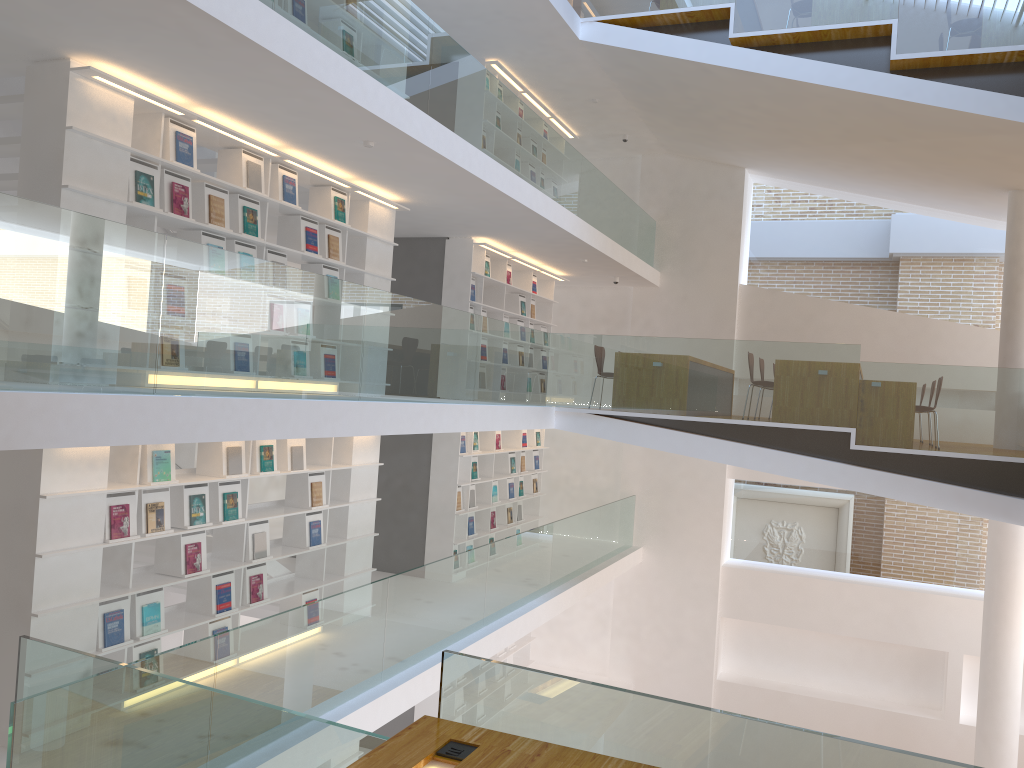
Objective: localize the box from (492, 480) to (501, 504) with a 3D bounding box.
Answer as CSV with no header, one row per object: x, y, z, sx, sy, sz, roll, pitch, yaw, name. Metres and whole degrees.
-0.303,1.338,11.167,0.274,0.296,0.245,4,-1,22,box

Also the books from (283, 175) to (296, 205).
-1.713,-1.490,6.832,0.037,0.210,0.145,4,-1,22,books

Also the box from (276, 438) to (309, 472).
-3.217,2.169,3.968,0.498,3.764,7.125,4,-1,22,box

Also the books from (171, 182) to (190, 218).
-2.162,-1.198,5.784,0.037,0.210,0.145,4,-1,22,books

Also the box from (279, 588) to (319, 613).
-1.772,1.867,7.481,0.274,0.296,0.245,4,-1,22,box

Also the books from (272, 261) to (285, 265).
-1.781,-0.824,6.768,0.037,0.210,0.145,4,-1,22,books

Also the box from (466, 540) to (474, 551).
-0.590,1.973,10.560,0.274,0.296,0.245,4,-1,22,box

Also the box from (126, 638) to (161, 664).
-2.454,1.806,5.800,0.274,0.296,0.245,4,-1,22,box

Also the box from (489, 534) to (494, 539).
-0.352,1.994,11.148,0.274,0.296,0.245,4,-1,22,box

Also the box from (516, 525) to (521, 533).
-0.008,2.024,11.994,0.274,0.296,0.245,4,-1,22,box

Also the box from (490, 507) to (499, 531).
-0.330,1.666,11.151,0.274,0.296,0.245,4,-1,22,box

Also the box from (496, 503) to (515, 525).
-0.118,1.685,11.674,0.274,0.296,0.245,4,-1,22,box

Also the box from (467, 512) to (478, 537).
-0.573,1.644,10.553,0.274,0.296,0.245,4,-1,22,box

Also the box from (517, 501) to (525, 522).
0.017,1.697,12.006,0.274,0.296,0.245,4,-1,22,box

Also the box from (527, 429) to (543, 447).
0.275,0.730,12.493,0.274,0.296,0.245,4,-1,22,box

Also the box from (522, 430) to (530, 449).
0.078,0.713,12.006,0.274,0.296,0.245,4,-1,22,box

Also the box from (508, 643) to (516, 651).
-0.103,3.400,11.972,0.274,0.296,0.245,4,-1,22,box

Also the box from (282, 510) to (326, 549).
-1.738,1.210,7.464,0.274,0.296,0.245,4,-1,22,box

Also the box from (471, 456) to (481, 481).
-0.535,0.983,10.544,0.274,0.296,0.245,4,-1,22,box

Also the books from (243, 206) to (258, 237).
-1.895,-1.173,6.434,0.037,0.210,0.145,4,-1,22,books

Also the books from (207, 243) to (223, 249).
-2.045,-0.852,6.116,0.037,0.210,0.145,4,-1,22,books

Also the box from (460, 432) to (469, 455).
-0.664,0.650,10.179,0.274,0.296,0.245,4,-1,22,box

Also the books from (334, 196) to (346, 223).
-1.450,-1.464,7.481,0.037,0.210,0.145,4,-1,22,books

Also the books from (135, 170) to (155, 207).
-2.278,-1.204,5.502,0.037,0.210,0.145,4,-1,22,books

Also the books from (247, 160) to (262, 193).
-1.871,-1.502,6.443,0.037,0.210,0.145,4,-1,22,books

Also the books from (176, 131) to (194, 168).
-2.137,-1.527,5.788,0.037,0.210,0.145,4,-1,22,books

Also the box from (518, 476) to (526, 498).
0.031,1.368,11.991,0.274,0.296,0.245,4,-1,22,box

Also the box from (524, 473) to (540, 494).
0.237,1.386,12.499,0.274,0.296,0.245,4,-1,22,box

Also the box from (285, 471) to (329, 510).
-1.717,0.882,7.466,0.274,0.296,0.245,4,-1,22,box

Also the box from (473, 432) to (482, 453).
-0.523,0.660,10.525,0.274,0.296,0.245,4,-1,22,box

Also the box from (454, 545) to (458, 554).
-0.751,1.960,10.164,0.274,0.296,0.245,4,-1,22,box

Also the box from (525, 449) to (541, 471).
0.254,1.057,12.490,0.274,0.296,0.245,4,-1,22,box

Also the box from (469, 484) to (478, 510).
-0.566,1.315,10.520,0.274,0.296,0.245,4,-1,22,box

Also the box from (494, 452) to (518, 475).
-0.080,1.029,11.668,0.274,0.296,0.245,4,-1,22,box

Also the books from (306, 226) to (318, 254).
-1.612,-1.150,7.139,0.037,0.210,0.145,4,-1,22,books

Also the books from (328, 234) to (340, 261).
-1.494,-1.137,7.432,0.037,0.210,0.145,4,-1,22,books

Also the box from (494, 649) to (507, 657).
-0.235,3.389,11.646,0.274,0.296,0.245,4,-1,22,box

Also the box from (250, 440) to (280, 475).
-1.961,0.530,6.814,0.274,0.296,0.245,4,-1,22,box

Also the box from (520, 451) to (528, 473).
0.056,1.040,12.003,0.274,0.296,0.245,4,-1,22,box

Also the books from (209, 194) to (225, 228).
-2.032,-1.185,6.105,0.037,0.210,0.145,4,-1,22,books

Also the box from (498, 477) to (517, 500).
-0.101,1.356,11.665,0.274,0.296,0.245,4,-1,22,box

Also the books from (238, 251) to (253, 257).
-1.926,-0.844,6.418,0.037,0.210,0.145,4,-1,22,books

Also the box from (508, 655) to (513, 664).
-0.117,3.729,11.987,0.274,0.296,0.245,4,-1,22,box

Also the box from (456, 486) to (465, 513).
-0.707,1.302,10.172,0.274,0.296,0.245,4,-1,22,box

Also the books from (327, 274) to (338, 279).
-1.507,-0.804,7.442,0.037,0.210,0.145,4,-1,22,books

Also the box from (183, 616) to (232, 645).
-2.192,1.829,6.446,0.274,0.296,0.245,4,-1,22,box

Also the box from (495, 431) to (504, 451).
-0.266,0.681,11.152,0.274,0.296,0.245,4,-1,22,box
